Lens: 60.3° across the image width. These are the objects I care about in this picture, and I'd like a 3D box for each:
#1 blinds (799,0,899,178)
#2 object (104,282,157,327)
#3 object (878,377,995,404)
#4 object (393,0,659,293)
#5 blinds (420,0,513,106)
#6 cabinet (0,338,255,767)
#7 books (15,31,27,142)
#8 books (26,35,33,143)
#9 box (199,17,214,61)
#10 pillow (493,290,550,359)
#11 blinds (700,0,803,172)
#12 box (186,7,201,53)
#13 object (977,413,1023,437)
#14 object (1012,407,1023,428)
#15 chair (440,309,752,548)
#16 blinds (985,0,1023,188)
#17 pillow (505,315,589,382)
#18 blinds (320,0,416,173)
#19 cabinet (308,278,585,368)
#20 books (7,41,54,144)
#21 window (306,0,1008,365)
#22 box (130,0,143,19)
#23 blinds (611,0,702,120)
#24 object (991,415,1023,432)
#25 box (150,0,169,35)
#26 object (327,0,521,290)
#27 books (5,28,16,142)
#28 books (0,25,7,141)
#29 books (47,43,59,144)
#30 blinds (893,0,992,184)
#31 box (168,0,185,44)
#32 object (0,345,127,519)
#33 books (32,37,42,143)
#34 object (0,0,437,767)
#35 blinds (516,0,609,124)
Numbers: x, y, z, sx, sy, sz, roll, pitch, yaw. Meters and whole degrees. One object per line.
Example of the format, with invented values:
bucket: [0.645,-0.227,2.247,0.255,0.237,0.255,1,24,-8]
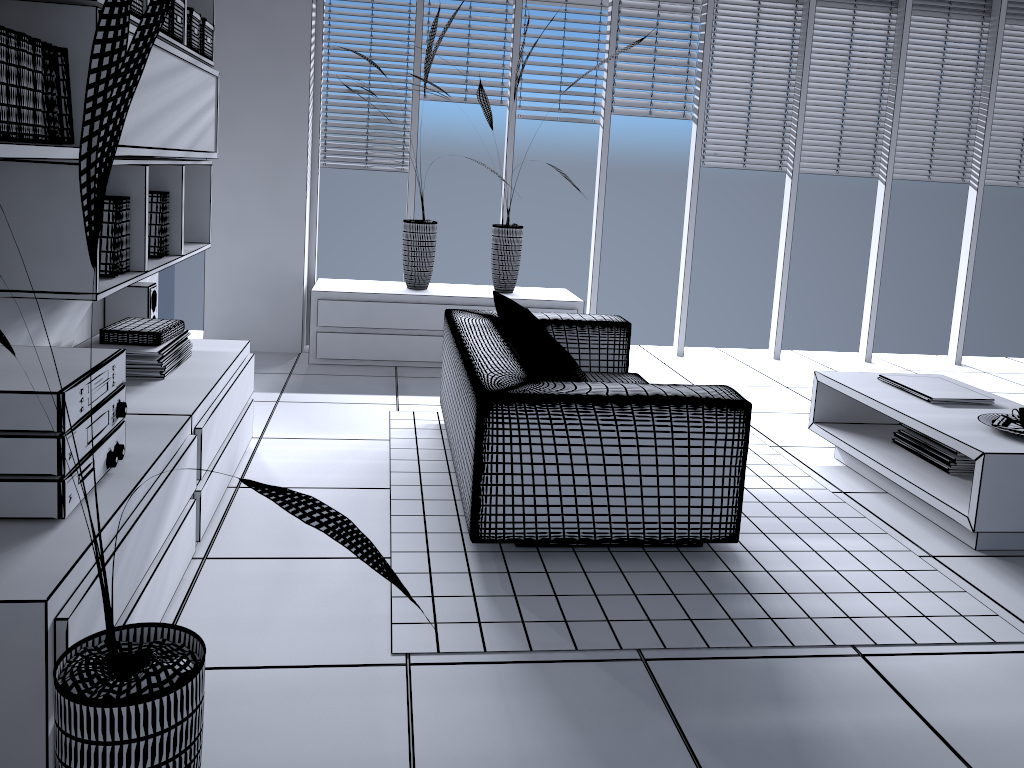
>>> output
blinds: [2.383,-2.330,6.266,0.714,1.663,0.048,2,8,-8]
object: [-1.547,-0.293,3.584,0.177,0.228,0.121,2,9,-8]
object: [1.823,0.024,3.817,0.285,0.008,0.424,2,14,-7]
object: [-0.015,-1.465,5.426,1.550,1.835,0.704,1,9,-14]
blinds: [-0.289,-2.556,5.852,0.636,1.344,0.052,2,8,-8]
cabinet: [-1.225,0.306,2.609,0.573,0.441,2.315,2,13,-8]
books: [-1.271,-0.713,2.100,0.207,0.255,0.051,2,8,-8]
books: [-1.285,-0.726,2.150,0.207,0.255,0.051,2,8,-8]
box: [-1.484,-1.537,3.908,0.280,0.159,0.221,2,12,-8]
pillow: [0.099,-0.177,3.834,0.300,0.391,0.577,2,12,-11]
blinds: [1.682,-2.348,6.164,0.714,1.663,0.048,2,8,-8]
box: [-1.446,-1.471,3.644,0.280,0.159,0.182,2,11,-8]
object: [1.893,0.165,3.239,0.331,0.024,0.334,9,14,21]
object: [1.898,0.131,3.231,0.096,0.068,0.086,-2,13,-27]
chair: [0.241,0.103,3.586,0.959,0.542,1.682,2,13,-8]
blinds: [3.805,-2.293,6.475,0.714,1.663,0.048,2,8,-8]
pillow: [0.178,-0.013,3.267,0.340,0.382,0.578,2,12,-11]
blinds: [-0.938,-2.351,5.787,0.636,1.853,0.058,2,8,-8]
cabinet: [-0.426,-0.385,5.685,1.674,0.443,0.609,2,12,-8]
books: [-1.297,-0.754,2.265,0.207,0.256,0.076,2,8,-8]
window: [1.427,-1.692,6.131,5.498,3.078,0.101,2,8,-8]
box: [-1.325,-1.257,2.786,0.280,0.159,0.178,2,11,-8]
blinds: [0.985,-2.524,6.040,0.636,1.355,0.039,2,8,-8]
object: [1.894,0.160,3.234,0.217,0.012,0.219,14,17,36]
box: [-1.374,-1.343,3.128,0.280,0.159,0.182,2,11,-8]
object: [-0.545,-2.105,5.598,1.433,2.939,0.500,7,8,20]
books: [-1.269,-0.700,2.049,0.207,0.255,0.051,2,8,-8]
books: [-1.262,-0.688,1.998,0.207,0.255,0.051,2,8,-8]
books: [-1.301,-0.762,2.297,0.207,0.256,0.076,2,8,-8]
blinds: [3.095,-2.312,6.371,0.714,1.663,0.048,2,8,-8]
box: [-1.405,-1.397,3.347,0.280,0.159,0.182,2,11,-8]
object: [-1.097,0.092,1.987,0.347,0.265,0.439,2,12,-8]
books: [-1.290,-0.738,2.202,0.207,0.255,0.051,2,8,-8]
object: [-0.673,0.058,1.362,1.181,1.560,0.253,8,9,24]
blinds: [0.343,-2.460,5.955,0.636,1.335,0.058,2,8,-8]
